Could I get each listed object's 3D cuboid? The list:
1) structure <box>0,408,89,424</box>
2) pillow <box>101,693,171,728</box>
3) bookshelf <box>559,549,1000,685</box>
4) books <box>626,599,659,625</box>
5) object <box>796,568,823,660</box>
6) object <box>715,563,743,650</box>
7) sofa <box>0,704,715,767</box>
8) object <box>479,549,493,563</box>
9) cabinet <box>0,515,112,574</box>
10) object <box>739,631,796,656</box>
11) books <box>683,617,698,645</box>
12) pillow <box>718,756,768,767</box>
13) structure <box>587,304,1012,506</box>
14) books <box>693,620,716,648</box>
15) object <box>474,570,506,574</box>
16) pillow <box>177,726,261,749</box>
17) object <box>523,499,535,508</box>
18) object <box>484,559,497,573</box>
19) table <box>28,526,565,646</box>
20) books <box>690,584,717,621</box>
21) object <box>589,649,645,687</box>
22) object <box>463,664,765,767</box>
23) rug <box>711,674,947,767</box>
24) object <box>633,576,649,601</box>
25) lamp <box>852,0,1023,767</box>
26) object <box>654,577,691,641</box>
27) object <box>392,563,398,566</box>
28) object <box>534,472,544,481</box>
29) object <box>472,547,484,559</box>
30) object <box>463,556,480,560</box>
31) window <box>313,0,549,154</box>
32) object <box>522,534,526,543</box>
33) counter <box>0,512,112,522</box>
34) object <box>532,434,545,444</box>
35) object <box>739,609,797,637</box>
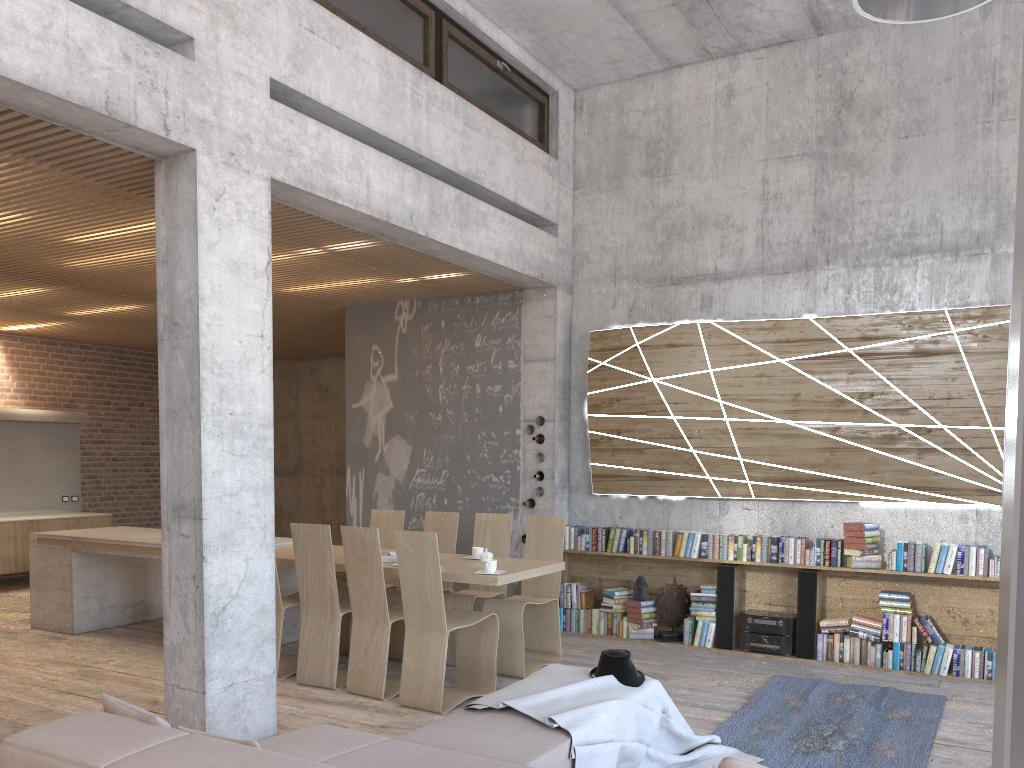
[{"bbox_3d":[-6.891,0.312,10.281,0.208,0.157,4.082,-1,-5,30],"label":"structure"},{"bbox_3d":[-1.241,1.247,2.986,0.362,0.368,0.187,0,2,35],"label":"pillow"},{"bbox_3d":[2.789,1.886,7.148,5.320,0.808,0.302,-2,1,30],"label":"bookshelf"},{"bbox_3d":[1.188,2.067,7.977,0.246,0.211,0.189,1,-1,-39],"label":"books"},{"bbox_3d":[2.488,1.935,7.335,0.152,0.764,0.271,2,3,30],"label":"object"},{"bbox_3d":[1.898,1.958,7.672,0.152,0.764,0.271,2,3,30],"label":"object"},{"bbox_3d":[0.438,1.541,3.305,2.996,0.788,3.014,-2,-5,30],"label":"sofa"},{"bbox_3d":[-0.192,1.286,6.556,0.089,0.112,0.122,1,-1,21],"label":"object"},{"bbox_3d":[-6.888,1.256,10.338,1.075,2.077,4.118,2,-2,30],"label":"cabinet"},{"bbox_3d":[2.196,2.201,7.498,0.440,0.164,0.293,-2,-3,30],"label":"object"},{"bbox_3d":[1.593,2.200,7.820,0.074,0.222,0.204,2,1,30],"label":"books"},{"bbox_3d":[0.728,1.111,1.901,0.563,0.560,0.220,0,2,32],"label":"pillow"},{"bbox_3d":[2.198,0.216,7.357,3.410,1.543,0.357,-1,2,30],"label":"structure"},{"bbox_3d":[1.720,2.193,7.729,0.199,0.229,0.189,0,0,30],"label":"books"},{"bbox_3d":[-0.148,1.283,5.964,0.185,0.014,0.185,-1,-5,16],"label":"object"},{"bbox_3d":[-0.890,1.272,2.812,0.370,0.361,0.186,0,2,29],"label":"pillow"},{"bbox_3d":[0.200,1.145,8.421,0.095,0.095,0.338,0,-4,30],"label":"object"},{"bbox_3d":[-0.144,1.240,5.949,0.093,0.088,0.117,1,-2,-16],"label":"object"},{"bbox_3d":[-2.100,1.828,7.520,5.185,0.927,1.011,-2,-2,30],"label":"table"},{"bbox_3d":[1.719,1.929,7.745,0.251,0.325,0.218,1,1,32],"label":"books"},{"bbox_3d":[0.573,1.532,4.766,0.302,0.169,0.298,0,-3,17],"label":"object"},{"bbox_3d":[0.474,1.788,4.644,1.598,0.504,1.044,4,-5,-42],"label":"object"},{"bbox_3d":[1.818,2.101,5.183,1.162,0.049,2.920,-2,-5,30],"label":"rug"},{"bbox_3d":[1.167,1.849,7.949,0.145,0.230,0.135,1,2,27],"label":"object"},{"bbox_3d":[0.742,0.095,1.638,0.755,3.440,2.621,1,1,17],"label":"lamp"},{"bbox_3d":[1.458,2.023,7.928,0.344,0.572,0.195,0,3,-10],"label":"object"},{"bbox_3d":[-0.759,1.312,6.360,0.185,0.014,0.185,-1,-5,16],"label":"object"},{"bbox_3d":[0.302,0.881,8.392,0.093,0.093,0.347,0,-4,30],"label":"object"},{"bbox_3d":[-0.267,1.315,6.826,0.093,0.088,0.117,0,-2,-6],"label":"object"},{"bbox_3d":[-0.263,1.354,6.821,0.185,0.014,0.185,-3,-6,33],"label":"object"},{"bbox_3d":[-1.758,-2.670,4.430,0.113,0.609,8.444,2,-3,30],"label":"window"},{"bbox_3d":[0.211,1.497,8.531,0.090,0.090,0.335,0,-4,30],"label":"object"},{"bbox_3d":[-6.707,1.620,10.258,0.653,0.020,4.082,-2,-5,30],"label":"counter"},{"bbox_3d":[0.286,0.523,8.335,0.090,0.090,0.335,0,-4,30],"label":"object"},{"bbox_3d":[2.195,2.039,7.482,0.440,0.161,0.304,-2,-4,30],"label":"object"}]
